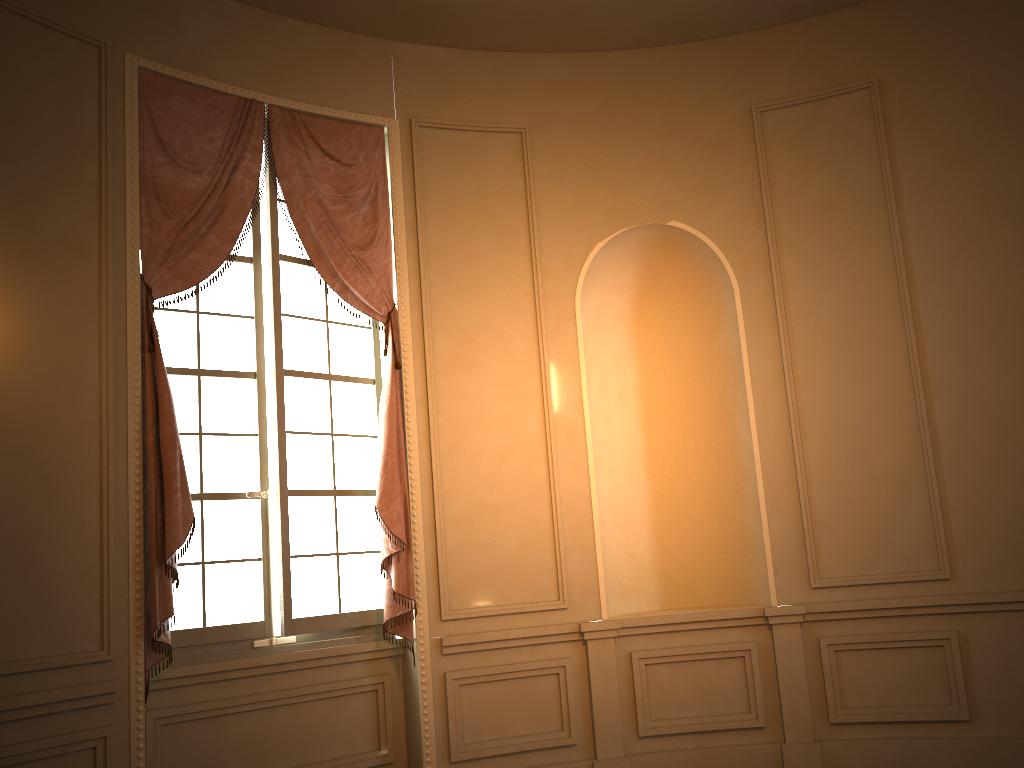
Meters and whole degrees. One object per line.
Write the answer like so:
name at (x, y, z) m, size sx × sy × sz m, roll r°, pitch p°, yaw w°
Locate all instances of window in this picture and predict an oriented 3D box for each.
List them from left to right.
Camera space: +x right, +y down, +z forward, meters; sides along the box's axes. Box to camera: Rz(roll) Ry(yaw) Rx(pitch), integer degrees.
window at (-1.256, -0.060, 4.571) m, size 1.339 × 2.818 × 0.150 m, roll 2°, pitch -11°, yaw -35°

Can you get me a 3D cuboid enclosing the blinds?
blinds at (-1.119, -0.041, 4.385) m, size 1.363 × 2.957 × 0.281 m, roll 2°, pitch -11°, yaw -36°
